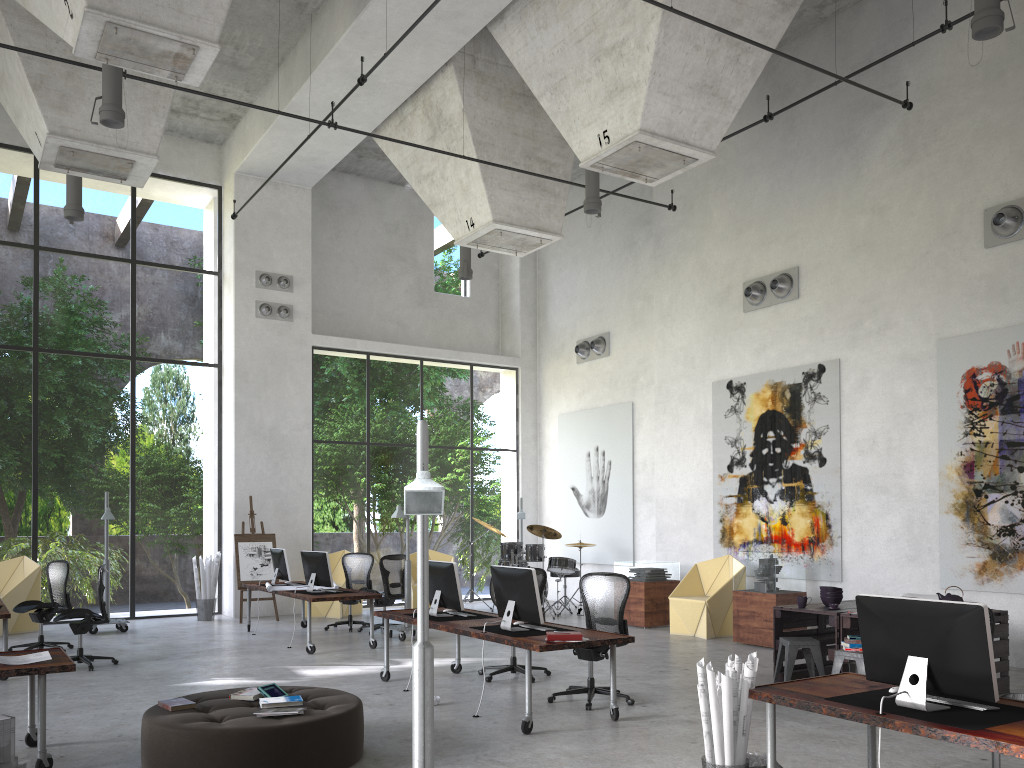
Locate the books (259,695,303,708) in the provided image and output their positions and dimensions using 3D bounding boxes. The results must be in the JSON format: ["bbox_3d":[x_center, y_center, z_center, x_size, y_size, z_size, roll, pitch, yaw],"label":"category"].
[{"bbox_3d":[-1.623,2.234,6.176,0.285,0.033,0.199,3,-9,-19],"label":"books"}]

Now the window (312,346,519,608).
[{"bbox_3d":[-1.783,1.918,17.386,4.571,4.872,0.020,3,-2,-33],"label":"window"}]

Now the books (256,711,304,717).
[{"bbox_3d":[-1.555,2.200,5.877,0.300,0.031,0.222,3,-9,-17],"label":"books"}]

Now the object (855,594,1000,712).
[{"bbox_3d":[2.156,1.373,4.513,0.378,0.550,0.720,2,-6,-31],"label":"object"}]

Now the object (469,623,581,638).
[{"bbox_3d":[0.104,2.165,7.731,0.689,0.008,0.856,5,-10,-31],"label":"object"}]

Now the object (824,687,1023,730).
[{"bbox_3d":[2.160,1.655,4.508,0.689,0.008,0.856,5,-10,-31],"label":"object"}]

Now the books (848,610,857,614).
[{"bbox_3d":[3.352,2.158,8.337,0.305,0.030,0.225,-4,-10,25],"label":"books"}]

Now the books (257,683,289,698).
[{"bbox_3d":[-1.744,2.253,6.412,0.205,0.102,0.145,-7,-9,42],"label":"books"}]

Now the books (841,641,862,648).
[{"bbox_3d":[3.142,2.350,7.922,0.284,0.033,0.200,0,-9,-1],"label":"books"}]

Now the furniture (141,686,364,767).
[{"bbox_3d":[-1.814,2.469,6.229,1.511,0.426,1.521,5,-10,-30],"label":"furniture"}]

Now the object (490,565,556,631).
[{"bbox_3d":[0.100,1.883,7.736,0.378,0.550,0.720,2,-6,-31],"label":"object"}]

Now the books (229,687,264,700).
[{"bbox_3d":[-1.912,2.278,6.460,0.197,0.035,0.287,-2,-9,13],"label":"books"}]

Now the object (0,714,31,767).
[{"bbox_3d":[-1.563,1.117,2.419,0.361,0.518,0.497,0,-5,3],"label":"object"}]

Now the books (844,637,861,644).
[{"bbox_3d":[3.138,2.317,7.926,0.254,0.032,0.176,-3,-9,18],"label":"books"}]

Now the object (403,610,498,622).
[{"bbox_3d":[-0.632,2.348,8.885,0.689,0.008,0.856,5,-10,-31],"label":"object"}]

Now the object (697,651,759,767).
[{"bbox_3d":[1.238,1.999,5.057,0.319,0.933,0.343,0,-2,-15],"label":"object"}]

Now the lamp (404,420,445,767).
[{"bbox_3d":[-0.414,1.242,4.073,0.579,2.144,0.598,0,-2,-8],"label":"lamp"}]

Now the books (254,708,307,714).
[{"bbox_3d":[-1.554,2.196,5.903,0.301,0.040,0.222,-1,-9,2],"label":"books"}]

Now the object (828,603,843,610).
[{"bbox_3d":[3.181,2.194,8.658,0.117,0.056,0.138,-7,-10,43],"label":"object"}]

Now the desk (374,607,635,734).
[{"bbox_3d":[-0.239,2.603,8.258,0.976,0.719,3.154,4,-9,-32],"label":"desk"}]

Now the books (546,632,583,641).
[{"bbox_3d":[0.418,2.028,7.066,0.285,0.052,0.205,0,-8,0],"label":"books"}]

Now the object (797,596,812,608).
[{"bbox_3d":[2.938,2.200,8.858,0.101,0.109,0.130,4,-7,-41],"label":"object"}]

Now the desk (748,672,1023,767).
[{"bbox_3d":[2.546,1.916,3.915,0.966,0.719,3.156,4,-9,-32],"label":"desk"}]

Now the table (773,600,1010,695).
[{"bbox_3d":[3.739,2.628,8.744,1.509,0.791,1.614,4,-9,-32],"label":"table"}]

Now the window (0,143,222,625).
[{"bbox_3d":[-7.809,0.062,14.426,5.973,7.817,0.067,2,-2,-33],"label":"window"}]

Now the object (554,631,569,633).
[{"bbox_3d":[0.405,1.998,7.066,0.149,0.011,0.011,-5,-6,26],"label":"object"}]

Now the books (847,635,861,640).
[{"bbox_3d":[3.142,2.289,7.924,0.204,0.025,0.145,-2,-9,13],"label":"books"}]

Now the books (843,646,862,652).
[{"bbox_3d":[3.142,2.384,7.921,0.284,0.035,0.199,-2,-9,14],"label":"books"}]

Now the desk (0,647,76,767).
[{"bbox_3d":[-4.519,2.191,5.488,3.137,0.720,0.981,5,-8,-32],"label":"desk"}]

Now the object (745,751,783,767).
[{"bbox_3d":[1.449,2.333,5.214,0.397,0.297,0.297,-1,-5,11],"label":"object"}]

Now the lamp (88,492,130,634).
[{"bbox_3d":[-6.205,2.722,13.439,0.580,2.144,0.598,1,-2,-33],"label":"lamp"}]

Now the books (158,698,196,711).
[{"bbox_3d":[-2.340,2.237,6.135,0.175,0.032,0.256,7,-11,-41],"label":"books"}]

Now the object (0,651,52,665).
[{"bbox_3d":[-3.449,1.870,6.069,0.471,0.085,0.439,5,-10,-29],"label":"object"}]

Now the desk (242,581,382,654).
[{"bbox_3d":[-2.918,3.275,12.504,0.976,0.719,3.154,4,-9,-32],"label":"desk"}]

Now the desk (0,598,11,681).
[{"bbox_3d":[-6.505,2.945,10.285,0.966,0.719,3.156,4,-9,-32],"label":"desk"}]

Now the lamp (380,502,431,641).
[{"bbox_3d":[-1.493,2.566,12.576,0.597,2.144,0.581,1,-2,-33],"label":"lamp"}]
